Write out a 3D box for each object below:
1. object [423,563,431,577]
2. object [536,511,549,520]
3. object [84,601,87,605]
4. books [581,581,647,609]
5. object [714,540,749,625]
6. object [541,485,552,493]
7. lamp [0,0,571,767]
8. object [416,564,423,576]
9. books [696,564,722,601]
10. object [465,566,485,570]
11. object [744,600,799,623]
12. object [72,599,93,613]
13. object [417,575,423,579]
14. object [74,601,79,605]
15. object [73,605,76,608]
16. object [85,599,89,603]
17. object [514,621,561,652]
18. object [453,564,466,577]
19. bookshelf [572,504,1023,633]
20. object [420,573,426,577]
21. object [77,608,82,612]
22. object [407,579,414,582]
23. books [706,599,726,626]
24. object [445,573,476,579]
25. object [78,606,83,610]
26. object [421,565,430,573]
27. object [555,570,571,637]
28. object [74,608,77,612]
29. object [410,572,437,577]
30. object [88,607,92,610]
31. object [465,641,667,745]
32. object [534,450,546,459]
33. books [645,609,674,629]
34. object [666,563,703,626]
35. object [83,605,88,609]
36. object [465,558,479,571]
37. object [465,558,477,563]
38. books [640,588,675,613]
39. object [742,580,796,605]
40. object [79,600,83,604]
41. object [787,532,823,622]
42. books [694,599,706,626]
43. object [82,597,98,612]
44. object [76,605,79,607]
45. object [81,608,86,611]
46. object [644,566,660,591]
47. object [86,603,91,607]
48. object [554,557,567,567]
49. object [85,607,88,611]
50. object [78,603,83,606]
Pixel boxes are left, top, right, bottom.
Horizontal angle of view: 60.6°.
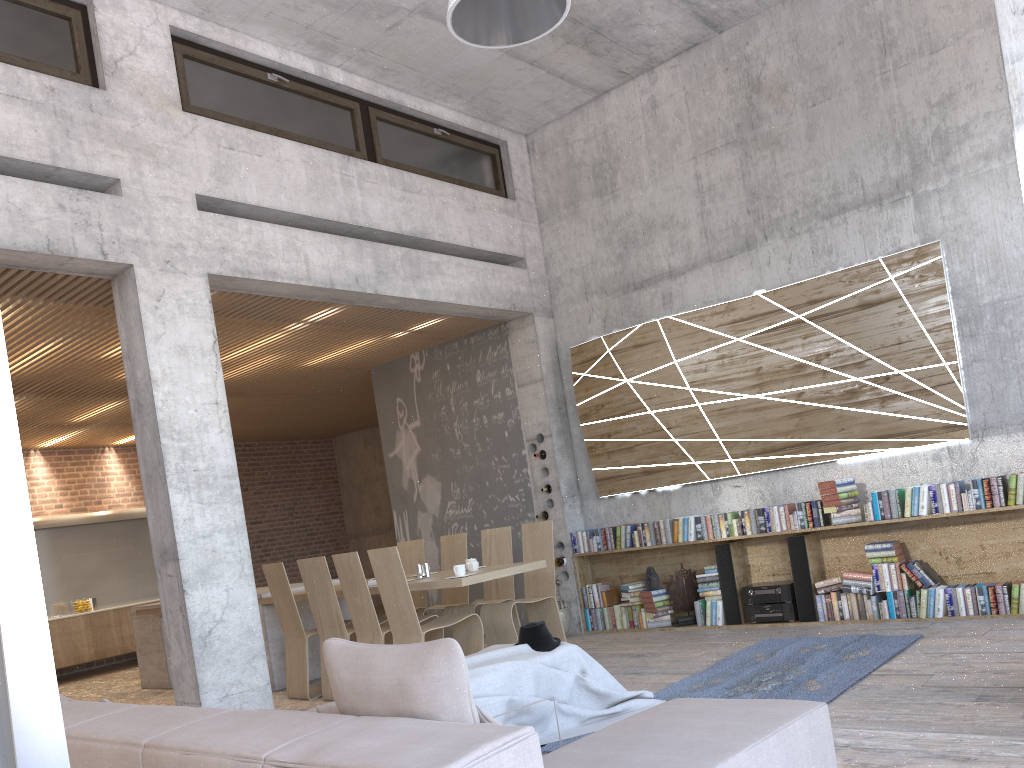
[{"bbox_3d":[-0.704,1.531,7.219,0.052,0.111,0.053,-9,-2,-5],"label":"object"},{"bbox_3d":[0.360,1.344,8.980,0.096,0.094,0.336,-12,-8,40],"label":"object"},{"bbox_3d":[-5.852,2.999,12.012,0.051,0.052,0.064,-9,-5,-2],"label":"object"},{"bbox_3d":[1.039,2.076,8.650,0.298,0.260,0.728,-4,-9,-45],"label":"books"},{"bbox_3d":[1.994,1.796,7.862,0.154,0.756,0.270,-9,-1,40],"label":"object"},{"bbox_3d":[0.415,1.067,8.949,0.095,0.093,0.345,-12,-8,40],"label":"object"},{"bbox_3d":[-0.455,-0.043,2.233,0.763,3.406,2.618,-9,-3,27],"label":"lamp"},{"bbox_3d":[-0.761,1.542,7.224,0.052,0.109,0.053,-9,-2,-5],"label":"object"},{"bbox_3d":[1.829,1.803,7.970,0.255,0.321,0.216,-12,-4,42],"label":"books"},{"bbox_3d":[-0.338,1.573,7.468,0.188,0.014,0.184,-17,-12,43],"label":"object"},{"bbox_3d":[2.288,1.970,7.617,0.447,0.163,0.291,-15,-9,40],"label":"object"},{"bbox_3d":[-5.900,3.039,12.045,0.210,0.173,0.188,-13,-6,40],"label":"object"},{"bbox_3d":[-0.749,1.576,7.160,0.051,0.019,0.051,-12,-8,23],"label":"object"},{"bbox_3d":[-5.966,3.004,12.010,0.063,0.051,0.053,-12,-5,32],"label":"object"},{"bbox_3d":[-5.991,3.056,12.037,0.064,0.051,0.053,-14,-7,44],"label":"object"},{"bbox_3d":[-5.850,2.995,12.079,0.050,0.059,0.060,-8,-4,-15],"label":"object"},{"bbox_3d":[0.139,1.513,5.264,0.305,0.168,0.298,-12,-7,27],"label":"object"},{"bbox_3d":[-0.392,1.406,6.590,0.093,0.087,0.118,-8,-6,-6],"label":"object"},{"bbox_3d":[2.755,1.540,7.180,5.406,0.799,0.300,-16,-5,40],"label":"bookshelf"},{"bbox_3d":[-0.729,1.561,7.168,0.051,0.045,0.051,-6,-6,-32],"label":"object"},{"bbox_3d":[-5.915,3.091,11.994,0.064,0.063,0.074,-9,-5,5],"label":"object"},{"bbox_3d":[-0.905,1.606,7.108,0.187,0.014,0.185,-13,-9,26],"label":"object"},{"bbox_3d":[1.866,2.060,7.937,0.202,0.227,0.188,-12,-5,40],"label":"books"},{"bbox_3d":[-0.387,1.450,6.604,0.187,0.014,0.185,-13,-9,26],"label":"object"},{"bbox_3d":[-5.884,3.053,11.951,0.060,0.053,0.053,-5,-6,-38],"label":"object"},{"bbox_3d":[-0.779,1.635,7.692,0.094,0.087,0.117,-10,-6,14],"label":"object"},{"bbox_3d":[0.437,2.201,8.768,0.249,0.679,0.271,-9,-1,2],"label":"object"},{"bbox_3d":[-5.969,3.098,12.024,0.059,0.057,0.052,-8,-4,-13],"label":"object"},{"bbox_3d":[-0.771,1.672,7.683,0.184,0.014,0.188,-2,-11,-37],"label":"object"},{"bbox_3d":[-5.800,3.083,12.050,0.053,0.051,0.062,-11,-5,24],"label":"object"},{"bbox_3d":[0.059,1.777,5.145,1.585,0.499,1.063,-4,-8,-31],"label":"object"},{"bbox_3d":[0.337,0.718,8.920,0.091,0.090,0.333,-12,-8,40],"label":"object"},{"bbox_3d":[1.398,2.220,8.302,0.261,0.150,0.251,-8,-6,-4],"label":"books"},{"bbox_3d":[1.622,1.950,8.195,0.344,0.566,0.197,-9,-1,0],"label":"object"},{"bbox_3d":[-5.843,3.047,12.006,0.060,0.054,0.052,-5,-5,-36],"label":"object"},{"bbox_3d":[-0.326,1.484,7.197,0.090,0.111,0.122,-11,-5,31],"label":"object"},{"bbox_3d":[-0.347,1.536,7.477,0.093,0.087,0.118,-9,-5,4],"label":"object"},{"bbox_3d":[1.375,2.045,8.290,0.244,0.209,0.192,-6,-5,-28],"label":"books"},{"bbox_3d":[2.260,1.812,7.612,0.447,0.160,0.302,-15,-9,40],"label":"object"},{"bbox_3d":[-5.917,2.998,12.042,0.051,0.053,0.064,-8,-5,-14],"label":"object"},{"bbox_3d":[2.504,1.650,7.419,0.154,0.756,0.270,-9,-1,40],"label":"object"},{"bbox_3d":[1.759,2.094,8.050,0.075,0.219,0.203,-10,-4,40],"label":"books"},{"bbox_3d":[-5.928,3.101,12.326,0.189,0.169,0.194,-5,-6,-39],"label":"object"},{"bbox_3d":[-5.940,3.044,12.003,0.062,0.053,0.053,-4,-6,-43],"label":"object"},{"bbox_3d":[-5.858,3.083,11.986,0.051,0.052,0.064,-8,-5,-7],"label":"object"},{"bbox_3d":[1.318,1.835,8.282,0.147,0.228,0.134,-11,-3,37],"label":"object"},{"bbox_3d":[-5.830,3.039,12.063,0.054,0.053,0.061,-11,-5,31],"label":"object"},{"bbox_3d":[0.563,1.791,8.916,0.096,0.094,0.336,-12,-8,40],"label":"object"},{"bbox_3d":[-5.856,3.096,12.067,0.051,0.055,0.061,-11,-5,30],"label":"object"},{"bbox_3d":[-5.896,3.012,11.977,0.061,0.052,0.054,-9,-4,-2],"label":"object"}]
